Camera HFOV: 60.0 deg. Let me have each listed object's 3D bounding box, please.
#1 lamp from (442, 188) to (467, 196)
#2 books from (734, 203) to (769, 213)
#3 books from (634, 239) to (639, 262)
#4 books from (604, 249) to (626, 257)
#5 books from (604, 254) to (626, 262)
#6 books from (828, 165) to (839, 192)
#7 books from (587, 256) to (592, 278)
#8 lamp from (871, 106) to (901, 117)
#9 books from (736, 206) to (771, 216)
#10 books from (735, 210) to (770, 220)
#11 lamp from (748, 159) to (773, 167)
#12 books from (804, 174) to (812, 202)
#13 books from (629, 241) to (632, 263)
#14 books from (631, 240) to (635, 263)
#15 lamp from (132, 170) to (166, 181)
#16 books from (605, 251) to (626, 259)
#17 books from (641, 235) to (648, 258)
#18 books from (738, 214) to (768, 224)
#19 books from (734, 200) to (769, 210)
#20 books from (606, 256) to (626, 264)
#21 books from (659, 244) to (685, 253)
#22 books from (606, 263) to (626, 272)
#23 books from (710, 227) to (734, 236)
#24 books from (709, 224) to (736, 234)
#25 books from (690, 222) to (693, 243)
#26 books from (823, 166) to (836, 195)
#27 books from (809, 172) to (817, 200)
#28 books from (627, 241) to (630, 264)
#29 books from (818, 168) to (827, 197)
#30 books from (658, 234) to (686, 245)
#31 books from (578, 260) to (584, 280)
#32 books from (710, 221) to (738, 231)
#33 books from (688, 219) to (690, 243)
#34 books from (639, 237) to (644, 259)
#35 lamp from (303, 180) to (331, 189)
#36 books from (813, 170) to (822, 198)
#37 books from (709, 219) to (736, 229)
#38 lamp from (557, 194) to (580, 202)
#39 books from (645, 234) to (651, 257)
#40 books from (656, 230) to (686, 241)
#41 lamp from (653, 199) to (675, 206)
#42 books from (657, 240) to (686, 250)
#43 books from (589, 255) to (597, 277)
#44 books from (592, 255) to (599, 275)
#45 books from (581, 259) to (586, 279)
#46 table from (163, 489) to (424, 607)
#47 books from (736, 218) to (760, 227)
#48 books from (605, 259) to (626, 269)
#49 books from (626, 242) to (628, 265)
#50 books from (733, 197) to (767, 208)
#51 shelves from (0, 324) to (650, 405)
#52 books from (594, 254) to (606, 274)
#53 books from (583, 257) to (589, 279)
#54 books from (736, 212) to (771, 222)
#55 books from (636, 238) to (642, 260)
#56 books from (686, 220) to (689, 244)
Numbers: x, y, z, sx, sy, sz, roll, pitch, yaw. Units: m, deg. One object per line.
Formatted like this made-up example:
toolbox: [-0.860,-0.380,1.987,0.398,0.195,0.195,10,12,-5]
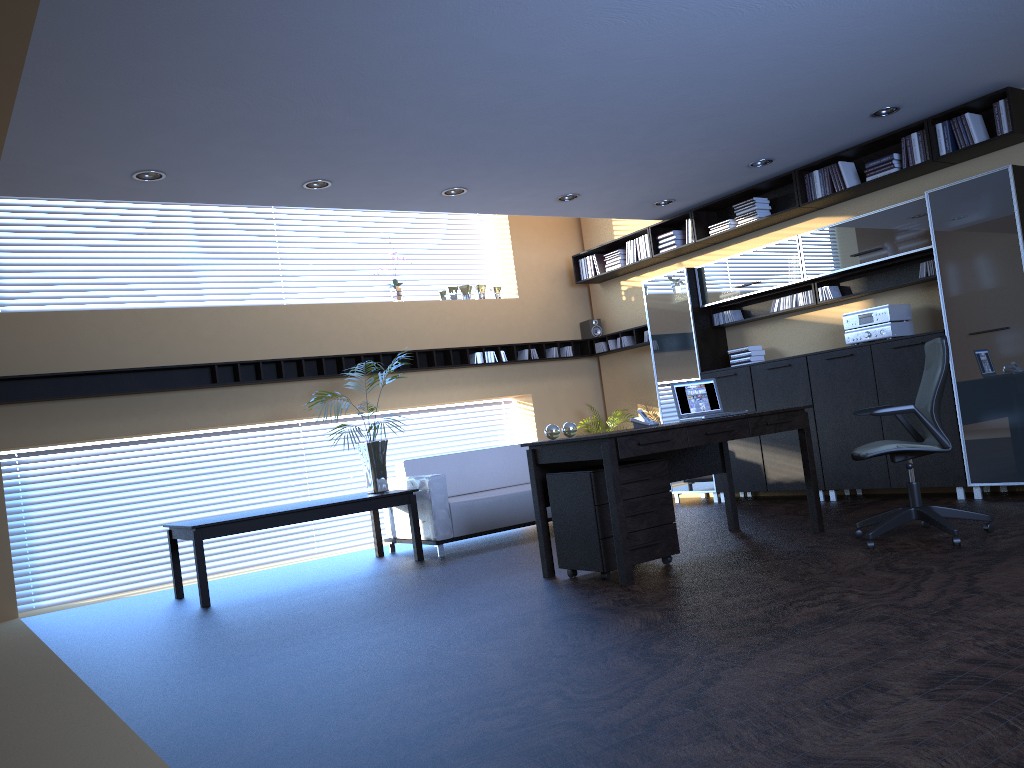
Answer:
lamp: [-0.485,-1.641,7.370,0.209,0.096,0.208,-9,-3,25]
books: [2.312,-1.694,8.557,0.207,0.028,0.259,-5,-4,-35]
books: [1.443,-1.477,9.864,0.207,0.259,0.075,-6,-2,-35]
books: [1.214,-1.501,10.185,0.207,0.028,0.259,-5,-4,-35]
books: [1.215,-1.445,10.168,0.207,0.028,0.259,-5,-4,-34]
books: [2.870,-1.783,7.746,0.207,0.259,0.075,-6,-2,-34]
books: [0.991,-1.381,10.514,0.207,0.258,0.050,-6,-2,-34]
lamp: [2.838,-2.117,6.746,0.208,0.096,0.209,-5,-4,-40]
books: [2.331,-1.668,8.553,0.207,0.028,0.259,-5,-4,-35]
books: [2.325,-1.636,8.582,0.207,0.028,0.259,-5,-4,-35]
lamp: [2.165,-1.973,7.740,0.208,0.096,0.209,-5,-4,-40]
books: [2.721,-1.750,7.972,0.207,0.258,0.050,-6,-2,-34]
books: [1.394,-1.468,9.907,0.207,0.259,0.075,-6,-2,-34]
books: [1.413,-1.472,9.882,0.207,0.259,0.075,-6,-2,-35]
lamp: [-2.463,-1.453,6.005,0.209,0.096,0.208,-6,-3,-34]
books: [1.231,-1.476,10.167,0.207,0.028,0.259,-5,-4,-35]
books: [1.523,-1.495,9.716,0.207,0.258,0.050,-6,-2,-34]
books: [2.346,-1.584,8.540,0.207,0.028,0.259,-5,-4,-34]
books: [2.313,-1.723,8.546,0.207,0.028,0.259,-5,-4,-35]
books: [1.241,-1.420,10.170,0.207,0.028,0.259,-5,-4,-35]
books: [1.730,-1.432,9.440,0.207,0.050,0.259,-5,-4,-35]
books: [1.238,-1.327,10.161,0.207,0.050,0.259,-6,-4,-34]
books: [2.139,-1.512,8.819,0.207,0.028,0.259,-5,-4,-34]
books: [2.132,-1.539,8.830,0.207,0.028,0.259,-5,-4,-34]
books: [1.912,-1.579,9.143,0.207,0.259,0.075,-6,-2,-35]
books: [2.836,-1.775,7.800,0.207,0.258,0.050,-6,-2,-34]
books: [2.750,-1.757,7.929,0.207,0.258,0.050,-6,-2,-34]
books: [1.377,-1.464,9.934,0.207,0.259,0.075,-6,-2,-35]
books: [2.809,-1.769,7.844,0.207,0.258,0.050,-6,-2,-34]
books: [1.721,-1.534,9.444,0.207,0.050,0.259,-5,-4,-35]
books: [0.904,-1.362,10.642,0.207,0.258,0.050,-6,-2,-35]
books: [2.140,-1.569,8.824,0.207,0.028,0.259,-5,-4,-35]
books: [1.906,-1.576,9.177,0.207,0.259,0.075,-6,-2,-35]
books: [1.500,-1.490,9.763,0.207,0.258,0.050,-6,-2,-35]
lamp: [-1.474,-1.547,6.688,0.209,0.096,0.208,-9,-3,25]
books: [2.774,-1.762,7.883,0.207,0.258,0.050,-6,-2,-34]
books: [2.129,-1.595,8.846,0.207,0.028,0.259,-5,-4,-35]
lamp: [0.504,-1.735,8.052,0.209,0.096,0.208,-10,-4,37]
books: [1.552,-1.502,9.673,0.207,0.258,0.050,-6,-2,-35]
books: [1.699,-1.582,9.461,0.207,0.050,0.259,-5,-4,-35]
lamp: [1.493,-1.829,8.734,0.208,0.096,0.209,-7,-3,-17]
books: [1.713,-1.481,9.447,0.207,0.050,0.259,-5,-4,-35]
books: [1.021,-1.387,10.471,0.207,0.258,0.050,-6,-2,-35]
books: [1.058,-1.395,10.421,0.207,0.259,0.075,-6,-2,-35]
books: [0.935,-1.369,10.601,0.207,0.258,0.050,-6,-2,-35]
table: [-1.783,1.321,7.390,1.892,0.602,0.899,-6,-3,-34]
books: [2.330,-1.552,8.551,0.207,0.028,0.259,-5,-4,-35]
books: [1.230,-1.377,10.174,0.207,0.050,0.259,-5,-4,-35]
books: [1.365,-1.461,9.964,0.207,0.259,0.075,-6,-2,-35]
books: [2.300,-1.749,8.566,0.207,0.028,0.259,-5,-4,-34]
shelves: [-1.363,-0.249,8.616,6.613,0.213,1.252,-5,-4,-34]
books: [1.072,-1.398,10.392,0.207,0.259,0.075,-6,-2,-35]
books: [0.956,-1.374,10.552,0.207,0.258,0.050,-6,-2,-35]
books: [2.329,-1.609,8.556,0.207,0.028,0.259,-5,-4,-35]
books: [1.472,-1.484,9.806,0.207,0.258,0.050,-6,-2,-34]
books: [1.885,-1.572,9.201,0.207,0.259,0.075,-6,-2,-35]
